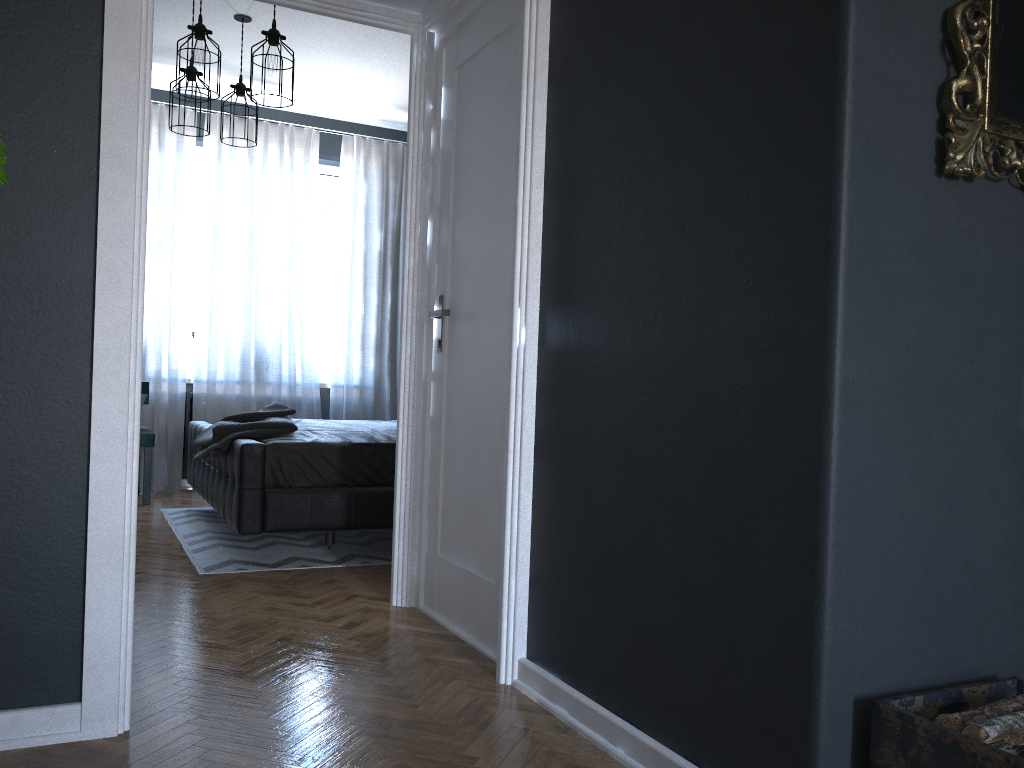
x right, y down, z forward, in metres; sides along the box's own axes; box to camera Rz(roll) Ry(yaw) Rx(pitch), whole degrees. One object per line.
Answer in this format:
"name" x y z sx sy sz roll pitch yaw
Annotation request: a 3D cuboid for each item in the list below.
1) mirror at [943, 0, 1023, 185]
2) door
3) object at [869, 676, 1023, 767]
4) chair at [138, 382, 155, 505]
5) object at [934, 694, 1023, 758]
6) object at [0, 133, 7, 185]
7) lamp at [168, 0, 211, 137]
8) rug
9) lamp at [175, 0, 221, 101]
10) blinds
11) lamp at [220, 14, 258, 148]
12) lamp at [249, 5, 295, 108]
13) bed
"mirror" 1.266 -0.748 1.821 1.057 0.784 0.067 2 0 -26
"door" -0.108 -0.242 2.999 0.162 2.187 0.856 2 0 -26
"object" 0.904 0.715 1.364 0.383 0.326 0.552 2 0 -26
"chair" -2.636 0.379 5.926 0.436 0.799 0.592 2 0 -26
"object" 0.910 0.639 1.366 0.370 0.247 0.533 2 0 -26
"object" -1.131 -0.142 0.824 1.118 1.899 0.763 2 0 -32
"lamp" -1.767 -1.795 4.893 0.210 0.804 0.210 2 0 -12
"rug" -1.131 0.829 5.015 1.458 0.013 2.044 2 0 -26
"lamp" -1.597 -1.842 4.542 0.210 0.714 0.210 2 0 -12
"blinds" -2.280 -0.604 6.532 3.993 2.789 0.312 2 0 -26
"lamp" -1.623 -1.816 5.306 0.210 0.747 0.210 2 0 -12
"lamp" -1.186 -1.794 4.421 0.210 0.769 0.210 2 0 -12
"bed" -0.663 0.268 5.266 2.375 1.162 2.265 2 0 -26
